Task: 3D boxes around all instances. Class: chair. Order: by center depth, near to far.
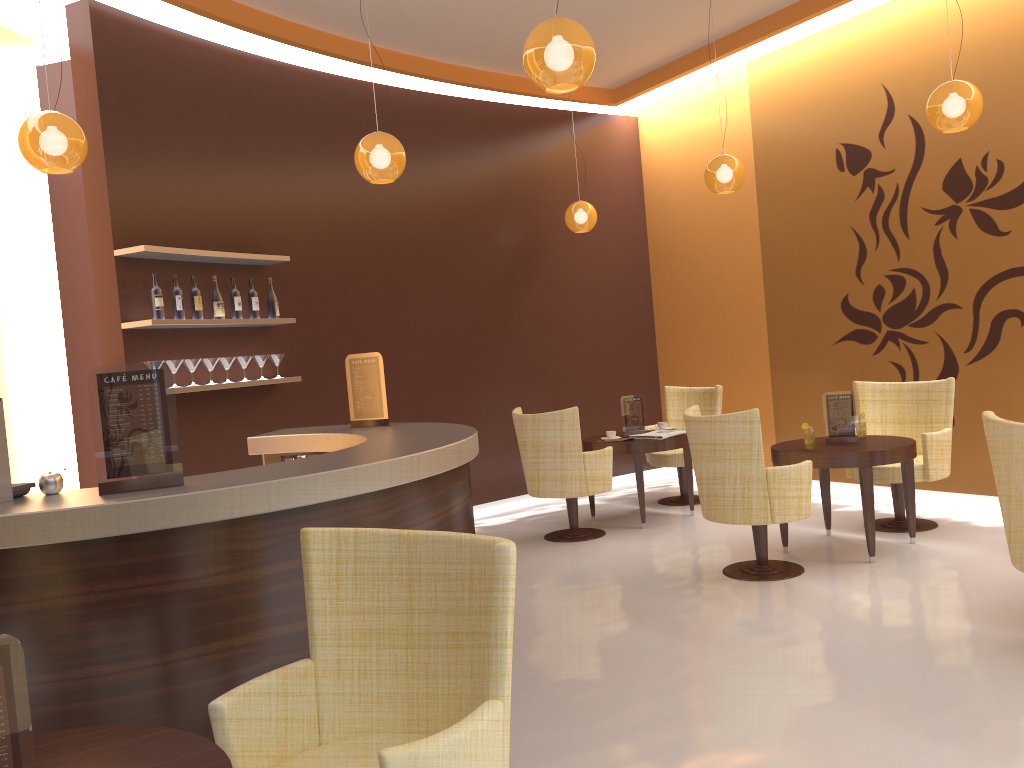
[{"bbox_3d":[-0.320,0.890,2.110,0.729,1.017,0.685,-4,2,36],"label":"chair"},{"bbox_3d":[2.396,0.601,3.627,0.685,1.017,0.729,-6,2,-35],"label":"chair"},{"bbox_3d":[1.428,0.628,5.327,0.685,1.017,0.729,-6,2,-15],"label":"chair"},{"bbox_3d":[2.728,0.483,6.247,0.685,1.017,0.729,-7,3,-44],"label":"chair"},{"bbox_3d":[0.404,0.668,6.795,0.685,1.017,0.729,-6,2,-35],"label":"chair"},{"bbox_3d":[1.542,0.531,7.907,0.685,1.017,0.729,-6,2,-33],"label":"chair"}]

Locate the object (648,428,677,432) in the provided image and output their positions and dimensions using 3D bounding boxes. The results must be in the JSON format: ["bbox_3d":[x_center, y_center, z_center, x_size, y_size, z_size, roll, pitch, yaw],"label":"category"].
[{"bbox_3d":[1.289,0.385,7.474,0.239,0.021,0.464,-6,2,-36],"label":"object"}]

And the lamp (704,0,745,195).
[{"bbox_3d":[1.539,-2.179,6.620,0.299,1.500,0.299,-5,2,11],"label":"lamp"}]

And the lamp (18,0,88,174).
[{"bbox_3d":[-2.250,-1.767,4.229,0.299,1.500,0.299,-5,2,-14],"label":"lamp"}]

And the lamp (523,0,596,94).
[{"bbox_3d":[0.139,-1.955,3.609,0.299,1.500,0.299,-4,2,36],"label":"lamp"}]

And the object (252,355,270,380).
[{"bbox_3d":[-1.774,-0.116,6.277,0.137,0.174,0.137,-5,2,-7],"label":"object"}]

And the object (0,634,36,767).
[{"bbox_3d":[-0.975,0.626,1.584,0.209,0.335,0.042,-6,2,-18],"label":"object"}]

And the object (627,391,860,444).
[{"bbox_3d":[1.591,0.234,6.511,0.187,0.335,2.090,-6,2,-36],"label":"object"}]

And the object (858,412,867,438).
[{"bbox_3d":[2.328,0.273,5.917,0.067,0.171,0.072,-4,2,15],"label":"object"}]

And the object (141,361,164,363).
[{"bbox_3d":[-2.205,-0.052,5.465,0.137,0.174,0.137,-4,2,23],"label":"object"}]

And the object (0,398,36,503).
[{"bbox_3d":[-1.806,0.228,2.894,0.270,0.340,0.373,-5,2,13],"label":"object"}]

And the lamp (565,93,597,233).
[{"bbox_3d":[0.581,-2.147,8.144,0.299,1.500,0.299,-6,2,-32],"label":"lamp"}]

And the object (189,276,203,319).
[{"bbox_3d":[-2.069,-0.558,5.800,0.073,0.297,0.073,-6,2,-35],"label":"object"}]

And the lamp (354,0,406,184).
[{"bbox_3d":[-0.819,-1.923,5.132,0.299,1.500,0.299,-5,2,-14],"label":"lamp"}]

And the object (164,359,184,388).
[{"bbox_3d":[-2.138,-0.062,5.605,0.137,0.174,0.137,-4,2,23],"label":"object"}]

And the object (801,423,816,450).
[{"bbox_3d":[1.860,0.326,5.545,0.067,0.171,0.072,-3,3,40],"label":"object"}]

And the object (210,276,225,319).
[{"bbox_3d":[-1.988,-0.576,5.967,0.086,0.303,0.086,-3,3,42],"label":"object"}]

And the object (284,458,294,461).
[{"bbox_3d":[-1.227,0.487,4.912,0.067,0.148,0.067,-5,2,-7],"label":"object"}]

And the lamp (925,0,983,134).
[{"bbox_3d":[2.497,-2.211,5.097,0.299,1.500,0.299,-5,2,-7],"label":"lamp"}]

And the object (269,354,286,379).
[{"bbox_3d":[-1.695,-0.127,6.411,0.137,0.174,0.137,-4,2,33],"label":"object"}]

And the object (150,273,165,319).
[{"bbox_3d":[-2.207,-0.536,5.504,0.073,0.297,0.073,-5,2,6],"label":"object"}]

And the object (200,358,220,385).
[{"bbox_3d":[-1.998,-0.082,5.880,0.137,0.174,0.137,-4,2,33],"label":"object"}]

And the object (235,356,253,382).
[{"bbox_3d":[-1.855,-0.104,6.143,0.137,0.174,0.137,-4,2,33],"label":"object"}]

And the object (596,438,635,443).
[{"bbox_3d":[0.779,0.444,7.070,0.239,0.021,0.464,-6,2,-18],"label":"object"}]

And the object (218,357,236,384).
[{"bbox_3d":[-1.932,-0.093,6.010,0.137,0.174,0.137,-4,2,33],"label":"object"}]

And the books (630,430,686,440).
[{"bbox_3d":[1.163,0.404,7.059,0.367,0.035,0.345,-7,3,-42],"label":"books"}]

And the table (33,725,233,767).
[{"bbox_3d":[-0.920,1.130,1.589,0.872,0.679,0.874,-4,2,14],"label":"table"}]

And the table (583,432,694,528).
[{"bbox_3d":[1.046,0.765,7.287,0.872,0.679,0.874,-5,2,4],"label":"table"}]

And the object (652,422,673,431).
[{"bbox_3d":[1.269,0.358,7.469,0.153,0.069,0.153,-3,3,41],"label":"object"}]

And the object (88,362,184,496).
[{"bbox_3d":[-1.228,0.141,2.895,0.258,0.414,0.052,-6,2,-18],"label":"object"}]

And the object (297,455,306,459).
[{"bbox_3d":[-1.183,0.479,5.017,0.067,0.148,0.067,-6,2,-33],"label":"object"}]

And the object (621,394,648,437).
[{"bbox_3d":[1.008,0.258,7.319,0.209,0.335,0.042,-5,2,-9],"label":"object"}]

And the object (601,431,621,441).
[{"bbox_3d":[0.791,0.413,7.081,0.153,0.069,0.153,-5,2,-6],"label":"object"}]

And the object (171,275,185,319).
[{"bbox_3d":[-2.136,-0.548,5.659,0.073,0.297,0.073,-5,2,6],"label":"object"}]

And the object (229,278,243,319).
[{"bbox_3d":[-1.903,-0.583,6.102,0.073,0.297,0.073,-5,2,6],"label":"object"}]

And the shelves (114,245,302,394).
[{"bbox_3d":[-2.428,-0.322,4.257,0.586,0.902,4.744,-4,2,15],"label":"shelves"}]

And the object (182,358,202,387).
[{"bbox_3d":[-2.072,-0.073,5.745,0.137,0.174,0.137,-4,2,33],"label":"object"}]

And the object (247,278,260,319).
[{"bbox_3d":[-1.823,-0.595,6.238,0.073,0.297,0.073,-5,2,6],"label":"object"}]

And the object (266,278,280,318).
[{"bbox_3d":[-1.730,-0.613,6.387,0.086,0.303,0.086,-6,2,-18],"label":"object"}]

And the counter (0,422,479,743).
[{"bbox_3d":[-0.917,0.839,3.905,1.586,1.100,2.917,-5,2,13],"label":"counter"}]

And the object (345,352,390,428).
[{"bbox_3d":[-0.816,0.034,4.977,0.258,0.414,0.052,-4,2,27],"label":"object"}]

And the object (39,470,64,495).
[{"bbox_3d":[-1.568,0.336,3.016,0.075,0.077,0.075,-4,2,27],"label":"object"}]

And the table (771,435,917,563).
[{"bbox_3d":[2.151,0.722,5.724,0.872,0.679,0.874,-5,2,-1],"label":"table"}]
